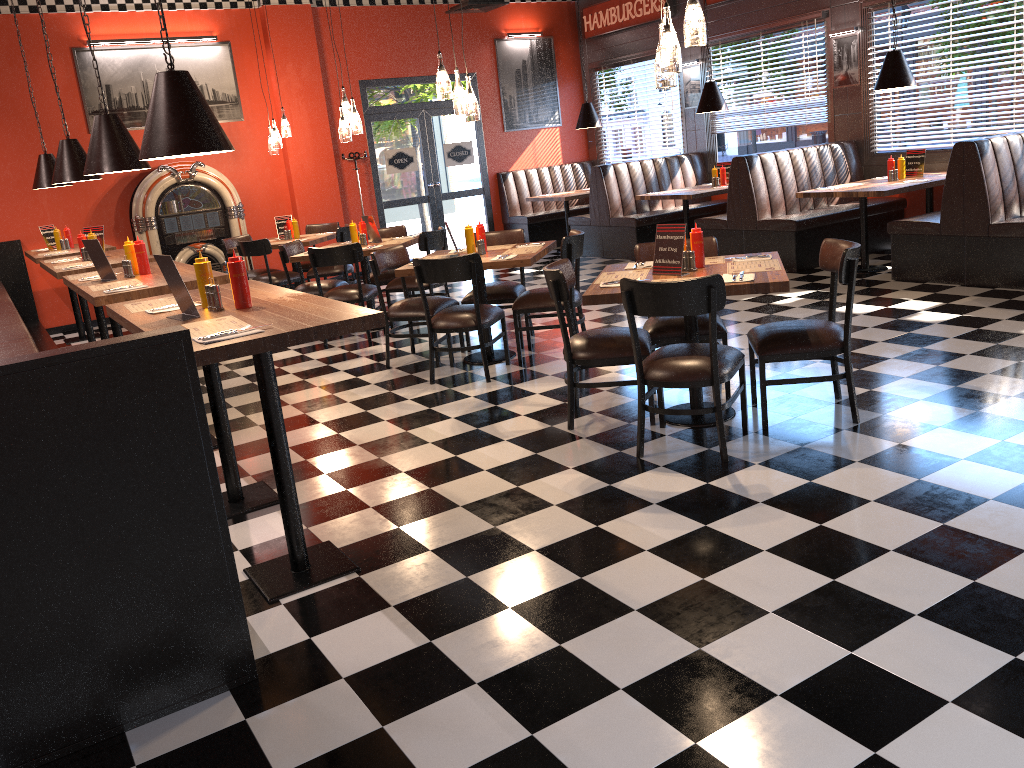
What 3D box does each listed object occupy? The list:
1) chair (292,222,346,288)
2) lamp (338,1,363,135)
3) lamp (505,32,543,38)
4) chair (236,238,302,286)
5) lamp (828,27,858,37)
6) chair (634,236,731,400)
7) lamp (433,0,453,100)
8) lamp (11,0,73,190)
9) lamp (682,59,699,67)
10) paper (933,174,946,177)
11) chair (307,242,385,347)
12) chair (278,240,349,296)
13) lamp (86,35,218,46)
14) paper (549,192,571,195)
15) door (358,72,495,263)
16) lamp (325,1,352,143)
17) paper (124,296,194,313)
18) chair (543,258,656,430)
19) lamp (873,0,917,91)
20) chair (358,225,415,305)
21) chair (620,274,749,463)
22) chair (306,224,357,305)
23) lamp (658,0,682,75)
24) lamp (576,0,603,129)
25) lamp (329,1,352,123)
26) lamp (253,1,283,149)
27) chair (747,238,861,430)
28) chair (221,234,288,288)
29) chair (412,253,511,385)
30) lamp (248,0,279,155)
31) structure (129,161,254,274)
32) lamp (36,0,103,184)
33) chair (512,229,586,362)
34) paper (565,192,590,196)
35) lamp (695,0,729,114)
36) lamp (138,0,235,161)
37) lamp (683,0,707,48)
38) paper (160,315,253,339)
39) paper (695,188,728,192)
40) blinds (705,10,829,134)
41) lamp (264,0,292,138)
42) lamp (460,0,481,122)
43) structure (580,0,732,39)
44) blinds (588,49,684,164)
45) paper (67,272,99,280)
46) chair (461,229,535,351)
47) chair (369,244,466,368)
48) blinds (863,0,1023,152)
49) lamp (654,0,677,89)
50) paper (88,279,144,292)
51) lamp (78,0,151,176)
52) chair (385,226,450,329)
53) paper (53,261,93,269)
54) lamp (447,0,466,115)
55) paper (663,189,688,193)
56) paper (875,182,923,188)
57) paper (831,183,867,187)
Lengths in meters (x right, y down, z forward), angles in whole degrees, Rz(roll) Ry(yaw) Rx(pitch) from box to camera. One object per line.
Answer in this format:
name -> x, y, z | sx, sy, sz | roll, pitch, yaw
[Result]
chair -> -2.269, -1.449, 10.488 | 0.486, 0.859, 0.550 | -1, 15, 24
lamp -> -1.501, -3.191, 7.763 | 0.108, 1.947, 0.109 | 4, 17, 41
lamp -> 0.174, -5.066, 12.852 | 0.613, 0.055, 0.081 | -15, 17, -29
chair -> -2.588, -1.148, 9.508 | 0.487, 0.859, 0.549 | 2, 16, 34
lamp -> 3.550, -3.771, 9.494 | 0.081, 0.055, 0.336 | -15, 17, -29
chair -> 0.985, -0.384, 5.136 | 0.486, 0.859, 0.550 | -5, 14, 9
lamp -> -0.576, -2.932, 5.975 | 0.108, 1.947, 0.109 | 1, 15, 31
lamp -> -4.795, -2.986, 8.811 | 0.382, 2.025, 0.386 | -4, 13, 11
lamp -> 2.297, -4.170, 11.509 | 0.081, 0.055, 0.336 | -15, 17, -29
paper -> 4.178, -1.977, 8.360 | 0.367, 0.001, 0.262 | -15, 17, -28
chair -> -1.445, -0.811, 7.769 | 0.486, 0.859, 0.550 | -4, 14, 9
chair -> -1.857, -0.919, 8.347 | 0.544, 0.859, 0.491 | -5, 13, 7
lamp -> -4.163, -3.990, 10.301 | 1.451, 0.055, 0.081 | -15, 17, -29
paper -> 0.667, -2.687, 12.506 | 0.367, 0.001, 0.262 | -15, 17, -29
door -> -1.120, -2.979, 12.403 | 1.808, 2.548, 0.129 | -15, 15, -30
lamp -> -1.590, -3.103, 7.703 | 0.109, 1.947, 0.109 | -11, 13, -18
paper -> -1.606, -0.365, 4.020 | 0.262, 0.001, 0.367 | -14, 17, -27
chair -> 0.481, -0.241, 4.826 | 0.544, 0.859, 0.491 | -4, 13, 9
lamp -> 3.448, -3.732, 8.018 | 0.382, 2.025, 0.385 | 4, 17, 40
chair -> -1.220, -1.092, 8.713 | 0.487, 0.859, 0.549 | -8, 13, -7
chair -> 0.825, -0.117, 4.218 | 0.486, 0.859, 0.550 | 0, 15, 26
chair -> -1.977, -1.306, 9.830 | 0.544, 0.859, 0.491 | -6, 13, 2
lamp -> 0.660, -2.446, 4.072 | 0.109, 1.947, 0.109 | -18, 17, -42
lamp -> 0.952, -4.524, 12.032 | 0.382, 2.025, 0.386 | -2, 13, 18
lamp -> -1.599, -3.315, 7.836 | 0.108, 1.947, 0.109 | -3, 13, 16
lamp -> -2.669, -3.517, 9.474 | 0.108, 1.947, 0.109 | -4, 13, 11
chair -> 1.487, -0.267, 4.488 | 0.544, 0.859, 0.491 | -4, 13, 9
chair -> -2.917, -1.245, 10.012 | 0.544, 0.859, 0.491 | -1, 15, 23
chair -> -0.345, -0.476, 6.050 | 0.486, 0.859, 0.550 | -2, 14, 17
lamp -> -2.739, -3.477, 9.583 | 0.108, 1.947, 0.109 | 4, 17, 40
structure -> -3.814, -1.755, 10.576 | 1.300, 1.751, 0.503 | -15, 15, -30
lamp -> -3.621, -2.613, 6.923 | 0.382, 2.025, 0.386 | -4, 13, 11
chair -> 0.292, -0.649, 6.416 | 0.544, 0.859, 0.491 | -4, 14, 12
paper -> 0.910, -2.558, 11.924 | 0.367, 0.001, 0.262 | -16, 18, -32
lamp -> 2.200, -4.128, 10.026 | 0.382, 2.025, 0.385 | 4, 17, 40
lamp -> -1.458, -1.927, 3.446 | 0.382, 2.025, 0.386 | -4, 13, 11
lamp -> 0.776, -2.572, 4.058 | 0.109, 1.947, 0.109 | -17, 16, -37
paper -> -1.110, -0.204, 3.208 | 0.262, 0.001, 0.367 | -14, 17, -27
paper -> 2.211, -2.170, 9.924 | 0.367, 0.001, 0.262 | -15, 17, -28
blinds -> 2.988, -3.649, 10.575 | 0.101, 1.194, 1.879 | -14, 16, -29
lamp -> -2.584, -3.658, 9.531 | 0.108, 1.947, 0.109 | -6, 13, 2
lamp -> -0.383, -2.784, 5.998 | 0.109, 1.947, 0.109 | -11, 13, -18
structure -> 4.019, -4.386, 8.367 | 0.120, 0.434, 11.323 | -14, 17, -29
blinds -> 1.758, -3.841, 12.637 | 0.100, 1.619, 1.879 | -14, 16, -29
paper -> -2.779, -0.719, 5.835 | 0.262, 0.001, 0.367 | -14, 17, -27
chair -> -0.120, -0.757, 6.995 | 0.486, 0.859, 0.550 | -3, 14, 14
chair -> -0.733, -0.602, 6.684 | 0.544, 0.859, 0.491 | -1, 14, 23
blinds -> 4.258, -3.085, 8.602 | 0.101, 1.538, 1.879 | -14, 16, -29
lamp -> 0.660, -2.421, 4.205 | 0.108, 1.947, 0.109 | -3, 13, 16
paper -> -2.252, -0.563, 5.032 | 0.262, 0.001, 0.367 | -14, 17, -27
lamp -> -2.473, -2.249, 5.078 | 0.382, 2.025, 0.386 | -4, 13, 11
chair -> -0.832, -0.966, 8.079 | 0.544, 0.859, 0.491 | -2, 14, 18
paper -> -3.386, -0.916, 6.830 | 0.262, 0.001, 0.367 | -14, 17, -27
lamp -> -0.466, -2.857, 6.081 | 0.108, 1.947, 0.109 | -4, 13, 11
paper -> 1.924, -2.291, 10.497 | 0.367, 0.001, 0.262 | -15, 17, -27
paper -> 3.482, -1.789, 7.966 | 0.367, 0.001, 0.262 | -16, 18, -32
paper -> 3.243, -1.919, 8.549 | 0.367, 0.001, 0.262 | -15, 17, -29
